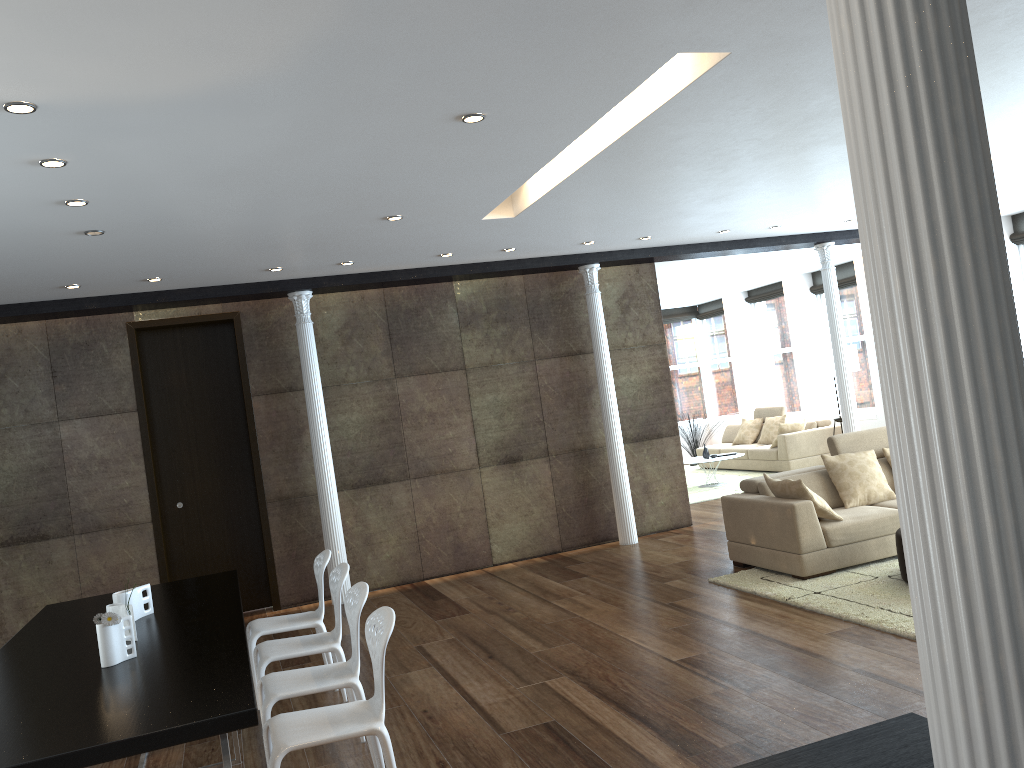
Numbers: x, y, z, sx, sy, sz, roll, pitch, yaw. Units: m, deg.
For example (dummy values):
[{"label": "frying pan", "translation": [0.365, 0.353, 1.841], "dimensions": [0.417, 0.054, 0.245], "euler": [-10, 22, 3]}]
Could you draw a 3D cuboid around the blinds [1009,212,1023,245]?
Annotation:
[{"label": "blinds", "translation": [6.295, -1.904, 10.088], "dimensions": [0.183, 0.395, 1.431], "euler": [-8, -1, -19]}]

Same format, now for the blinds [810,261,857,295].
[{"label": "blinds", "translation": [5.094, -1.665, 13.770], "dimensions": [0.156, 0.393, 1.342], "euler": [-8, -1, -19]}]

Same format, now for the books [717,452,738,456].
[{"label": "books", "translation": [3.086, 1.016, 12.814], "dimensions": [0.300, 0.010, 0.220], "euler": [-8, -1, -4]}]

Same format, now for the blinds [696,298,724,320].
[{"label": "blinds", "translation": [3.958, -1.473, 17.189], "dimensions": [0.156, 0.327, 1.377], "euler": [-8, -1, -19]}]

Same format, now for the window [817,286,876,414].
[{"label": "window", "translation": [5.295, -0.668, 13.770], "dimensions": [0.123, 2.400, 1.345], "euler": [-8, -1, -19]}]

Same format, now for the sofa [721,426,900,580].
[{"label": "sofa", "translation": [3.117, 0.860, 7.356], "dimensions": [2.581, 0.950, 1.021], "euler": [-8, -1, -19]}]

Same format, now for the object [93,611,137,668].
[{"label": "object", "translation": [-1.729, 1.103, 3.873], "dimensions": [0.161, 0.233, 0.076], "euler": [-7, -1, -37]}]

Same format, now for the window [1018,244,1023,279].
[{"label": "window", "translation": [6.511, -0.910, 10.094], "dimensions": [0.123, 2.400, 1.432], "euler": [-8, -1, -19]}]

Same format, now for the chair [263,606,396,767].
[{"label": "chair", "translation": [-0.714, 1.390, 3.619], "dimensions": [0.581, 0.835, 0.495], "euler": [-8, -1, -19]}]

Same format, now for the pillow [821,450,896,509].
[{"label": "pillow", "translation": [2.856, 0.765, 7.290], "dimensions": [0.534, 0.439, 0.301], "euler": [-8, -1, -15]}]

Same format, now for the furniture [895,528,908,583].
[{"label": "furniture", "translation": [3.151, 1.110, 5.939], "dimensions": [1.057, 0.355, 1.057], "euler": [-8, -1, -17]}]

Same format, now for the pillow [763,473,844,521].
[{"label": "pillow", "translation": [2.219, 0.869, 6.822], "dimensions": [0.395, 0.393, 0.518], "euler": [-8, -1, -15]}]

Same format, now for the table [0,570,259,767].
[{"label": "table", "translation": [-1.895, 1.624, 4.367], "dimensions": [1.200, 0.733, 3.400], "euler": [-8, -1, -19]}]

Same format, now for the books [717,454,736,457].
[{"label": "books", "translation": [3.080, 1.025, 12.789], "dimensions": [0.300, 0.010, 0.220], "euler": [-8, -1, 16]}]

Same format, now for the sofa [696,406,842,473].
[{"label": "sofa", "translation": [3.990, 0.862, 14.103], "dimensions": [1.018, 0.950, 2.581], "euler": [-8, -1, -19]}]

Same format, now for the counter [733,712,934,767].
[{"label": "counter", "translation": [-0.822, 0.844, 0.612], "dimensions": [3.700, 0.040, 1.000], "euler": [-8, -1, -19]}]

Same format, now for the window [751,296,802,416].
[{"label": "window", "translation": [4.733, -0.557, 15.471], "dimensions": [0.123, 2.400, 1.444], "euler": [-8, -1, -19]}]

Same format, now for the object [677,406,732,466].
[{"label": "object", "translation": [3.216, 0.952, 15.754], "dimensions": [1.119, 1.014, 1.125], "euler": [-7, -1, -32]}]

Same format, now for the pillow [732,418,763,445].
[{"label": "pillow", "translation": [3.857, 0.768, 14.456], "dimensions": [0.368, 0.416, 0.519], "euler": [-8, -1, -23]}]

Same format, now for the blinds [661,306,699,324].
[{"label": "blinds", "translation": [3.075, -1.347, 17.616], "dimensions": [1.442, 0.312, 0.155], "euler": [-8, -1, -19]}]

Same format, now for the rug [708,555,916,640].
[{"label": "rug", "translation": [3.998, 1.183, 6.239], "dimensions": [4.231, 0.020, 2.972], "euler": [-8, -1, -19]}]

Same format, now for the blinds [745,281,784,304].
[{"label": "blinds", "translation": [4.524, -1.612, 15.469], "dimensions": [0.156, 0.275, 1.442], "euler": [-8, -1, -19]}]

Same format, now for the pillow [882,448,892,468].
[{"label": "pillow", "translation": [3.448, 0.695, 7.477], "dimensions": [0.519, 0.416, 0.368], "euler": [-8, -1, -14]}]

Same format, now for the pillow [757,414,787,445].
[{"label": "pillow", "translation": [4.063, 0.717, 13.869], "dimensions": [0.301, 0.439, 0.534], "euler": [-8, -1, -22]}]

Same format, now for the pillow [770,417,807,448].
[{"label": "pillow", "translation": [4.081, 0.721, 13.072], "dimensions": [0.518, 0.393, 0.395], "euler": [-8, -1, -22]}]

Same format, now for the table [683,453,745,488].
[{"label": "table", "translation": [2.846, 1.261, 12.711], "dimensions": [1.022, 0.393, 1.022], "euler": [-9, -1, 26]}]

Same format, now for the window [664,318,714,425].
[{"label": "window", "translation": [3.210, -0.299, 17.683], "dimensions": [1.474, 2.400, 0.123], "euler": [-8, -1, -19]}]

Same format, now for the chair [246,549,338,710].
[{"label": "chair", "translation": [-1.389, 1.523, 5.640], "dimensions": [0.581, 0.835, 0.495], "euler": [-8, -1, -19]}]

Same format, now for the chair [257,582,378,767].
[{"label": "chair", "translation": [-0.930, 1.433, 4.286], "dimensions": [0.581, 0.835, 0.495], "euler": [-8, -1, -19]}]

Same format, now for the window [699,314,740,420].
[{"label": "window", "translation": [8.107, -0.246, 24.979], "dimensions": [34.761, 17.917, 13.698], "euler": [-8, -1, -19]}]

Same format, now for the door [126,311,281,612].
[{"label": "door", "translation": [-2.890, 0.791, 8.346], "dimensions": [1.000, 2.814, 0.510], "euler": [-8, -1, -19]}]

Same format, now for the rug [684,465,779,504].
[{"label": "rug", "translation": [2.861, 1.485, 13.709], "dimensions": [2.972, 0.020, 4.231], "euler": [-8, -1, -19]}]

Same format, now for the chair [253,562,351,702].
[{"label": "chair", "translation": [-1.152, 1.477, 4.987], "dimensions": [0.581, 0.835, 0.495], "euler": [-8, -1, -19]}]

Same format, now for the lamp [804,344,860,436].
[{"label": "lamp", "translation": [4.576, 0.350, 12.410], "dimensions": [0.698, 1.728, 0.698], "euler": [-8, -1, 5]}]
